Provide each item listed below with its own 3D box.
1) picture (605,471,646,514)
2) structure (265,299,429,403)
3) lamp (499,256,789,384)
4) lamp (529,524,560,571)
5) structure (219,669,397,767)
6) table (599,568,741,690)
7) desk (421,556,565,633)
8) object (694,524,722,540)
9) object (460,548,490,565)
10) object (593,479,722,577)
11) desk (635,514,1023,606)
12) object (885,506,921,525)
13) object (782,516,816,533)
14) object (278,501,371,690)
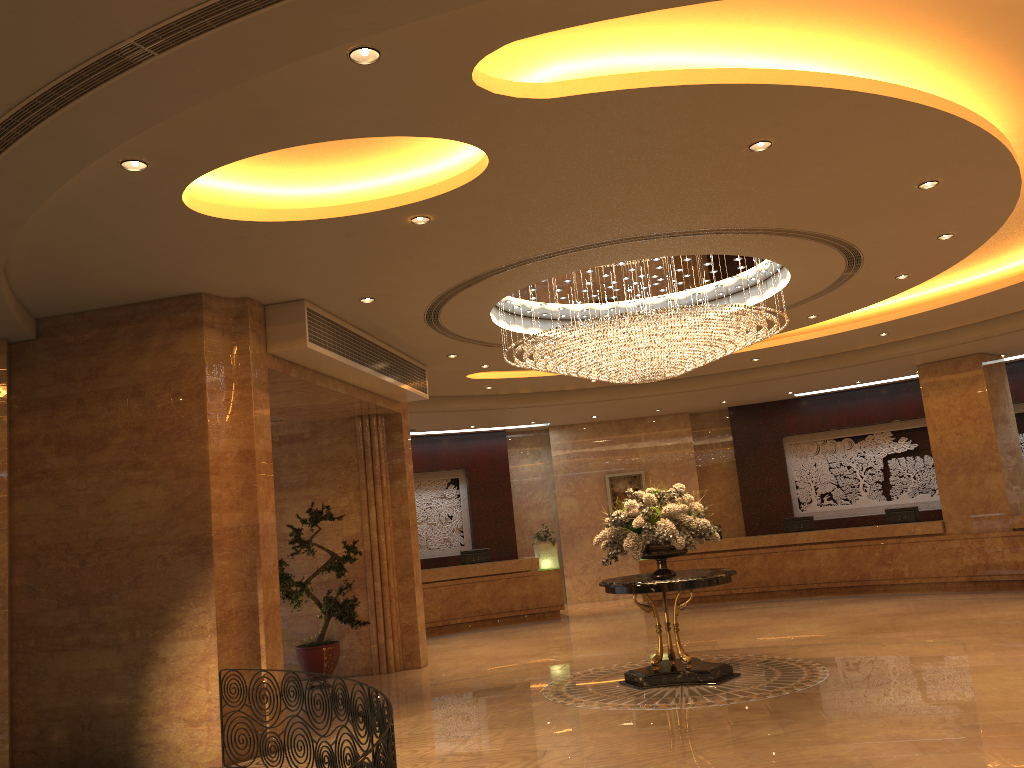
[{"bbox_3d":[2.580,2.442,19.912,0.875,0.890,0.068,-6,-9,2],"label":"picture"},{"bbox_3d":[-1.822,-0.282,10.728,0.425,0.483,4.113,-7,-9,10],"label":"structure"},{"bbox_3d":[1.479,-0.611,10.131,3.204,1.196,3.206,3,-13,-42],"label":"lamp"},{"bbox_3d":[0.649,3.252,17.793,0.570,0.923,0.580,-7,-9,7],"label":"lamp"},{"bbox_3d":[-2.701,2.284,3.404,3.815,0.995,7.624,-11,-11,29],"label":"structure"},{"bbox_3d":[1.744,2.625,9.606,1.493,1.089,1.493,-6,-9,4],"label":"table"},{"bbox_3d":[-1.410,4.160,17.200,5.227,1.155,1.570,-1,-10,-25],"label":"desk"},{"bbox_3d":[3.984,3.142,18.102,0.430,0.500,0.531,3,-13,-42],"label":"object"},{"bbox_3d":[-0.877,3.576,17.725,0.918,0.500,0.397,-4,-9,-7],"label":"object"},{"bbox_3d":[1.630,1.608,9.808,1.277,0.999,1.318,-14,-12,40],"label":"object"},{"bbox_3d":[7.693,2.865,14.815,3.466,1.155,12.951,4,-13,-44],"label":"desk"},{"bbox_3d":[7.355,2.569,16.655,0.430,0.500,0.531,-3,-10,-17],"label":"object"},{"bbox_3d":[5.697,2.885,17.572,0.430,0.500,0.531,-1,-11,-29],"label":"object"},{"bbox_3d":[-2.516,2.701,11.419,1.250,2.363,0.843,-4,-9,-9],"label":"object"}]
